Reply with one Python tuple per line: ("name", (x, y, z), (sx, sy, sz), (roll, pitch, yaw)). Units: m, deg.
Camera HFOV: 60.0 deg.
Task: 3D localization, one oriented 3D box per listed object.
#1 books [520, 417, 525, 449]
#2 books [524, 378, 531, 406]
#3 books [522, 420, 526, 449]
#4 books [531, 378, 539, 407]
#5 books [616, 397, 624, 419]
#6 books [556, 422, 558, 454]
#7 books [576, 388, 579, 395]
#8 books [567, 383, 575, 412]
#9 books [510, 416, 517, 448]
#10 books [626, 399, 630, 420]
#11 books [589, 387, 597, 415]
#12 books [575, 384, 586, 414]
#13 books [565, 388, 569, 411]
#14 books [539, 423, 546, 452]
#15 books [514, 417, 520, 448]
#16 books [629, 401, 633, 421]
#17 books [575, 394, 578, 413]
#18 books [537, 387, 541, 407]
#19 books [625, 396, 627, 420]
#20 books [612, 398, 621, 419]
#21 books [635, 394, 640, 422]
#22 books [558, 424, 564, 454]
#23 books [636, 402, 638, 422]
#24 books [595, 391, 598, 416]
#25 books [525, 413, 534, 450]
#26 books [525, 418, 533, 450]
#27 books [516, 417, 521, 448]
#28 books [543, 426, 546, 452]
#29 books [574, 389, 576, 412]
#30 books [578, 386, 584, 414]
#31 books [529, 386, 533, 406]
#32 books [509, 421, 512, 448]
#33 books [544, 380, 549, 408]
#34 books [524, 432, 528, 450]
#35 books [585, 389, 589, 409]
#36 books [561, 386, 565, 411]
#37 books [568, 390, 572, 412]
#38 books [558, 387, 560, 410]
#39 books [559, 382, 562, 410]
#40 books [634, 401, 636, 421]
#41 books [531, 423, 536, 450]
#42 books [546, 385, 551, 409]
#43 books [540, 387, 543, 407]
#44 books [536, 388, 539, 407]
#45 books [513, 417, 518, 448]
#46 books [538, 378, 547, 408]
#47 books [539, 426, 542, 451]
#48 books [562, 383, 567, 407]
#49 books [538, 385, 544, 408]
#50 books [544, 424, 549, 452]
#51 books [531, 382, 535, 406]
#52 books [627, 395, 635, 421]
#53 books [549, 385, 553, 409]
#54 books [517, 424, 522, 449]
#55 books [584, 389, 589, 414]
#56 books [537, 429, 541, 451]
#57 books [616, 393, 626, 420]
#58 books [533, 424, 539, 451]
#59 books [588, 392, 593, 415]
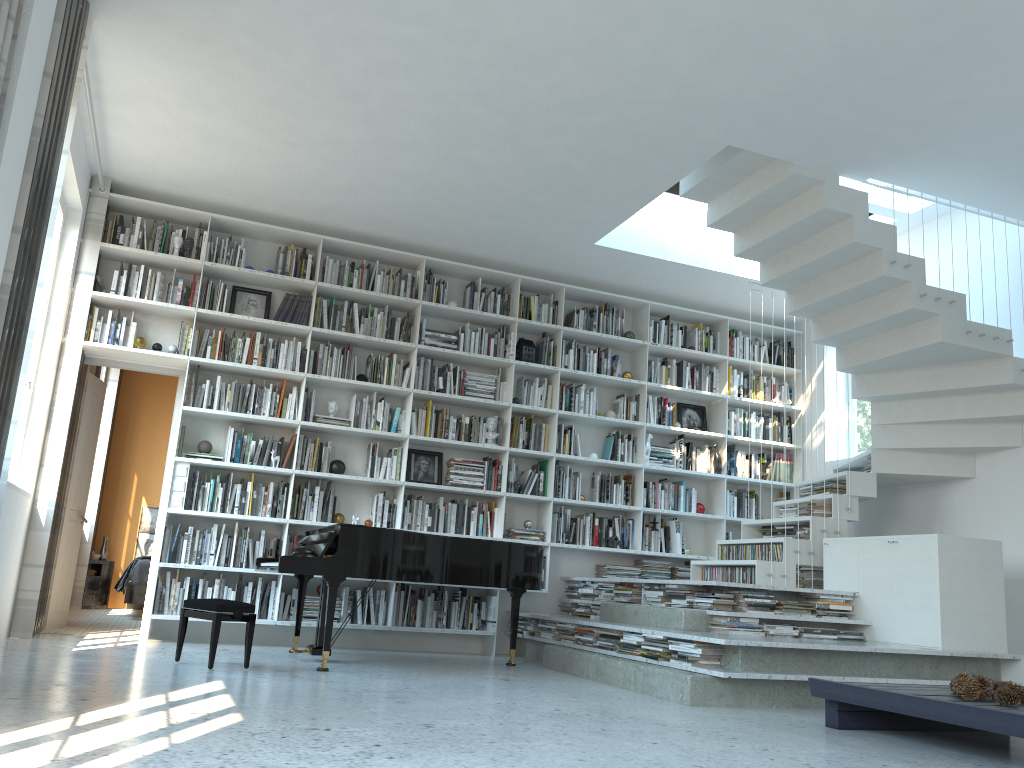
("books", (0.061, 0.435, 7.493), (0.019, 0.293, 0.164), (9, -13, -20))
("books", (0.123, 0.095, 7.596), (0.019, 0.274, 0.146), (9, -13, -20))
("books", (0.070, 0.450, 7.519), (0.035, 0.277, 0.139), (9, -13, -20))
("books", (0.173, 0.096, 7.585), (0.028, 0.274, 0.187), (9, -13, -20))
("books", (0.950, 0.244, 7.899), (0.012, 0.231, 0.154), (9, -13, -20))
("books", (0.346, 0.482, 7.596), (0.035, 0.287, 0.192), (9, -13, -20))
("books", (0.545, 0.169, 7.751), (0.011, 0.256, 0.131), (9, -13, -20))
("books", (0.498, 0.145, 7.714), (0.014, 0.279, 0.177), (9, -13, -20))
("books", (-0.009, 0.425, 7.468), (0.035, 0.292, 0.145), (9, -13, -20))
("books", (1.002, 0.254, 7.919), (0.016, 0.227, 0.160), (9, -13, -20))
("books", (0.687, 0.179, 7.785), (0.024, 0.271, 0.170), (9, -13, -20))
("books", (0.591, 0.158, 7.773), (0.027, 0.294, 0.159), (9, -13, -20))
("books", (0.453, 0.164, 7.711), (0.013, 0.235, 0.158), (9, -13, -20))
("books", (0.237, 0.477, 7.562), (0.032, 0.266, 0.143), (9, -13, -20))
("books", (0.016, 0.428, 7.473), (0.035, 0.292, 0.145), (9, -13, -20))
("books", (1.028, 0.269, 7.919), (0.013, 0.201, 0.173), (9, -13, -20))
("books", (0.528, 0.196, 7.732), (0.025, 0.193, 0.171), (9, -13, -20))
("books", (0.198, 0.142, 7.601), (0.027, 0.196, 0.185), (9, -13, -20))
("books", (0.977, 0.242, 7.909), (0.016, 0.243, 0.152), (9, -13, -20))
("books", (0.930, 0.248, 7.897), (0.015, 0.220, 0.140), (9, -13, -20))
("books", (1.093, 0.239, 7.936), (0.005, 0.277, 0.182), (8, -13, -20))
("books", (0.392, 0.489, 7.597), (0.013, 0.278, 0.192), (9, -13, -20))
("books", (1.080, 0.273, 7.932), (0.012, 0.205, 0.169), (9, -13, -20))
("books", (0.714, 0.198, 7.817), (0.034, 0.253, 0.161), (9, -13, -20))
("books", (0.133, 0.426, 7.529), (0.021, 0.337, 0.169), (9, -13, -20))
("books", (0.126, 0.442, 7.503), (0.019, 0.292, 0.182), (9, -13, -20))
("books", (0.023, 0.433, 7.491), (0.035, 0.292, 0.145), (9, -13, -20))
("books", (0.248, 0.492, 7.580), (0.019, 0.247, 0.149), (9, -13, -20))
("books", (0.511, 0.170, 7.721), (0.022, 0.237, 0.164), (9, -13, -20))
("books", (0.573, 0.164, 7.736), (0.030, 0.262, 0.182), (9, -13, -20))
("books", (0.131, 0.130, 7.591), (0.023, 0.206, 0.171), (9, -13, -20))
("books", (-0.048, 0.448, 7.478), (0.013, 0.246, 0.177), (9, -13, -20))
("books", (0.265, 0.115, 7.642), (0.025, 0.276, 0.173), (9, -13, -20))
("books", (0.090, 0.501, 7.520), (0.030, 0.180, 0.132), (9, -13, -20))
("books", (0.635, 0.182, 7.792), (0.024, 0.261, 0.134), (9, -13, -20))
("books", (0.412, 0.150, 7.688), (0.014, 0.247, 0.177), (9, -13, -20))
("books", (0.470, 0.177, 7.718), (0.026, 0.215, 0.161), (9, -13, -20))
("books", (0.371, 0.151, 7.694), (0.030, 0.241, 0.138), (9, -13, -20))
("books", (0.394, 0.136, 7.701), (0.014, 0.278, 0.154), (9, -13, -20))
("books", (1.058, 0.270, 7.919), (0.013, 0.204, 0.174), (9, -13, -20))
("books", (0.145, 0.471, 7.529), (0.033, 0.252, 0.175), (9, -13, -20))
("books", (0.285, 0.137, 7.628), (0.028, 0.229, 0.177), (9, -13, -20))
("books", (0.217, 0.138, 7.611), (0.029, 0.210, 0.158), (9, -13, -20))
("books", (0.181, 0.140, 7.592), (0.024, 0.194, 0.173), (9, -13, -20))
("books", (-0.001, 0.429, 7.483), (0.035, 0.292, 0.145), (9, -13, -20))
("books", (0.250, 0.105, 7.640), (0.028, 0.293, 0.154), (9, -13, -20))
("books", (0.212, 0.488, 7.556), (0.028, 0.239, 0.145), (9, -13, -20))
("books", (0.435, 0.143, 7.730), (0.014, 0.283, 0.135), (9, -13, -20))
("books", (0.233, 0.131, 7.626), (0.024, 0.233, 0.150), (9, -13, -20))
("books", (0.268, 0.484, 7.586), (0.033, 0.268, 0.142), (9, -13, -20))
("books", (0.148, 0.117, 7.595), (0.023, 0.235, 0.179), (9, -13, -20))
("books", (1.047, 0.243, 7.921), (0.016, 0.256, 0.176), (9, -13, -20))
("books", (0.297, 0.139, 7.649), (0.026, 0.237, 0.173), (9, -13, -20))
("books", (0.042, 0.463, 7.483), (0.015, 0.231, 0.180), (9, -13, -20))
("books", (0.619, 0.183, 7.763), (0.025, 0.244, 0.183), (9, -13, -20))
("books", (0.194, 0.498, 7.525), (0.034, 0.204, 0.181), (9, -13, -20))
("books", (0.968, 0.226, 7.896), (0.015, 0.267, 0.164), (9, -13, -20))
("books", (0.176, 0.475, 7.513), (0.027, 0.241, 0.189), (9, -13, -20))
("books", (0.660, 0.197, 7.783), (0.021, 0.232, 0.183), (9, -13, -20))
